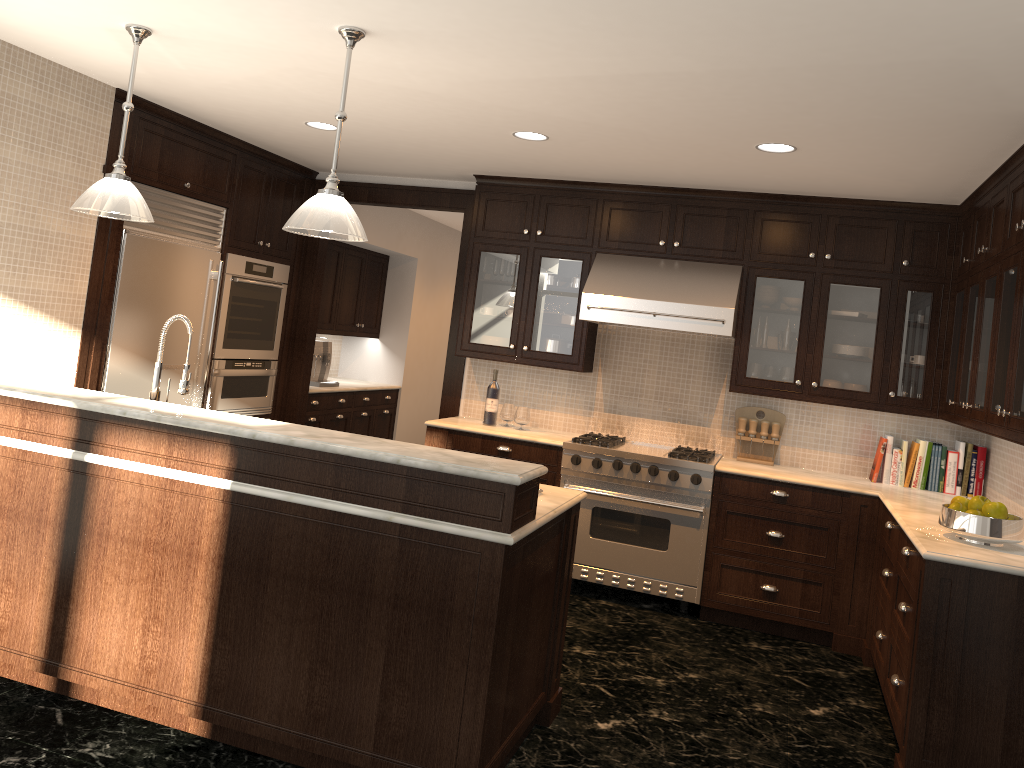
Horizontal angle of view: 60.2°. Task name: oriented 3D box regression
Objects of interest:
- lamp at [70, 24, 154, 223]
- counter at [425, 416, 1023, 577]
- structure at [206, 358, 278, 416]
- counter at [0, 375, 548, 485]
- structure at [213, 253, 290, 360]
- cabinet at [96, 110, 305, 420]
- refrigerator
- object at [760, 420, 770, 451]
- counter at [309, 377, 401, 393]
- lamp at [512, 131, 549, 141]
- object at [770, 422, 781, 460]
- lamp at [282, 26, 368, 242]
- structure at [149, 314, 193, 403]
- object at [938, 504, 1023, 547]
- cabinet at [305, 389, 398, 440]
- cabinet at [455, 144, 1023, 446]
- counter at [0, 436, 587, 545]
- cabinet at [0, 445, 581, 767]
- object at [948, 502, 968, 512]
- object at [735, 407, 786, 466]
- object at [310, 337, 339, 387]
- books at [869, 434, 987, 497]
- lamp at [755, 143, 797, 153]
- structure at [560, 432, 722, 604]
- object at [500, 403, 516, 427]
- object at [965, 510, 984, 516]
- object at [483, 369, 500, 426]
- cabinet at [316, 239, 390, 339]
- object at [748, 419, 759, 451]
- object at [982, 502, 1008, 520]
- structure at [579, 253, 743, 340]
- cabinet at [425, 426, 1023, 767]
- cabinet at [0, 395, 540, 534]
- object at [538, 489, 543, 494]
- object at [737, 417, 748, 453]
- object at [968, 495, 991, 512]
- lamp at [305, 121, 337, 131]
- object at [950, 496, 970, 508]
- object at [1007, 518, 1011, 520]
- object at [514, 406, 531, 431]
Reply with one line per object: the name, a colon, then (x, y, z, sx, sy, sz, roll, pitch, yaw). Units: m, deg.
lamp: (-1.585, -1.077, 3.625, 0.319, 0.786, 0.315, 6, -2, 31)
counter: (0.873, 0.481, 4.703, 3.378, 0.032, 2.307, 8, 3, 17)
structure: (-2.160, -0.010, 6.260, 0.667, 0.390, 0.760, 7, 2, 17)
counter: (-1.276, 0.110, 3.298, 2.863, 0.032, 0.327, 8, 3, 18)
structure: (-2.050, -0.557, 6.269, 0.615, 0.703, 0.755, 7, 1, 17)
cabinet: (-2.246, -0.375, 5.826, 0.759, 2.430, 1.834, 6, -1, 17)
refrigerator: (-2.402, -0.124, 5.425, 0.689, 2.129, 0.885, 6, -2, 17)
object: (1.592, 0.342, 5.584, 0.061, 0.227, 0.061, 7, -2, -13)
counter: (-1.688, 0.002, 7.837, 0.711, 0.032, 1.849, 8, 3, 17)
lamp: (0.107, -1.389, 4.723, 0.197, 0.137, 0.198, 7, 1, -18)
object: (1.654, 0.357, 5.564, 0.061, 0.238, 0.061, 8, -2, -19)
lamp: (-0.652, -0.947, 3.327, 0.319, 0.786, 0.315, 6, -2, 31)
structure: (-1.454, -0.035, 3.781, 0.051, 0.532, 0.242, 6, -2, 17)
object: (1.935, 0.589, 3.646, 0.319, 0.122, 0.317, 7, 2, 11)
cabinet: (-1.424, 0.435, 7.721, 0.057, 0.748, 1.785, 6, 2, 17)
cabinet: (1.006, -0.587, 4.750, 3.377, 1.259, 2.299, 8, 2, 17)
counter: (-1.197, 0.287, 3.638, 2.877, 0.032, 1.050, 8, 3, 18)
cabinet: (-1.246, 0.727, 3.623, 2.856, 0.916, 1.022, 8, 1, 18)
object: (1.860, 0.542, 3.680, 0.100, 0.097, 0.090, 7, 0, 35)
object: (1.563, 0.324, 5.605, 0.317, 0.351, 0.110, 7, -2, 17)
object: (-1.717, -0.200, 7.530, 0.449, 0.407, 0.342, 7, 0, 17)
books: (2.486, 0.473, 5.302, 0.605, 0.312, 0.193, 8, -1, 17)
lamp: (1.304, -1.224, 4.340, 0.196, 0.137, 0.199, 6, 2, -38)
structure: (0.793, 0.799, 5.549, 0.908, 0.841, 0.716, 7, 0, 17)
object: (-0.027, 0.212, 5.974, 0.112, 0.151, 0.112, 7, 0, 10)
object: (1.879, 0.559, 3.580, 0.091, 0.098, 0.092, 7, 0, -43)
object: (-0.128, 0.089, 5.909, 0.095, 0.379, 0.094, 6, -2, 32)
cabinet: (-1.717, -0.871, 7.913, 0.434, 0.829, 1.850, 7, 2, 17)
object: (1.523, 0.338, 5.605, 0.061, 0.238, 0.061, 7, -2, -13)
object: (1.941, 0.521, 3.549, 0.091, 0.098, 0.093, 7, 0, -12)
structure: (0.969, -0.583, 5.630, 0.933, 0.479, 0.637, 8, 1, 17)
cabinet: (0.818, 0.936, 4.685, 3.378, 0.883, 2.307, 8, 3, 17)
cabinet: (-1.297, 0.200, 3.298, 2.845, 0.153, 0.291, 8, 2, 18)
object: (-0.219, 0.385, 3.521, 0.669, 0.021, 0.383, 8, 3, 17)
object: (1.461, 0.325, 5.625, 0.061, 0.229, 0.061, 7, -2, -1)
object: (1.930, 0.511, 3.637, 0.091, 0.100, 0.095, 7, 0, -6)
lamp: (-1.090, -1.555, 5.106, 0.198, 0.137, 0.197, 7, 1, 22)
object: (1.906, 0.525, 3.741, 0.093, 0.099, 0.091, 7, 0, -15)
object: (1.983, 0.581, 3.579, 0.091, 0.100, 0.095, 7, 0, -6)
object: (0.067, 0.230, 5.853, 0.112, 0.151, 0.112, 7, 0, 10)
